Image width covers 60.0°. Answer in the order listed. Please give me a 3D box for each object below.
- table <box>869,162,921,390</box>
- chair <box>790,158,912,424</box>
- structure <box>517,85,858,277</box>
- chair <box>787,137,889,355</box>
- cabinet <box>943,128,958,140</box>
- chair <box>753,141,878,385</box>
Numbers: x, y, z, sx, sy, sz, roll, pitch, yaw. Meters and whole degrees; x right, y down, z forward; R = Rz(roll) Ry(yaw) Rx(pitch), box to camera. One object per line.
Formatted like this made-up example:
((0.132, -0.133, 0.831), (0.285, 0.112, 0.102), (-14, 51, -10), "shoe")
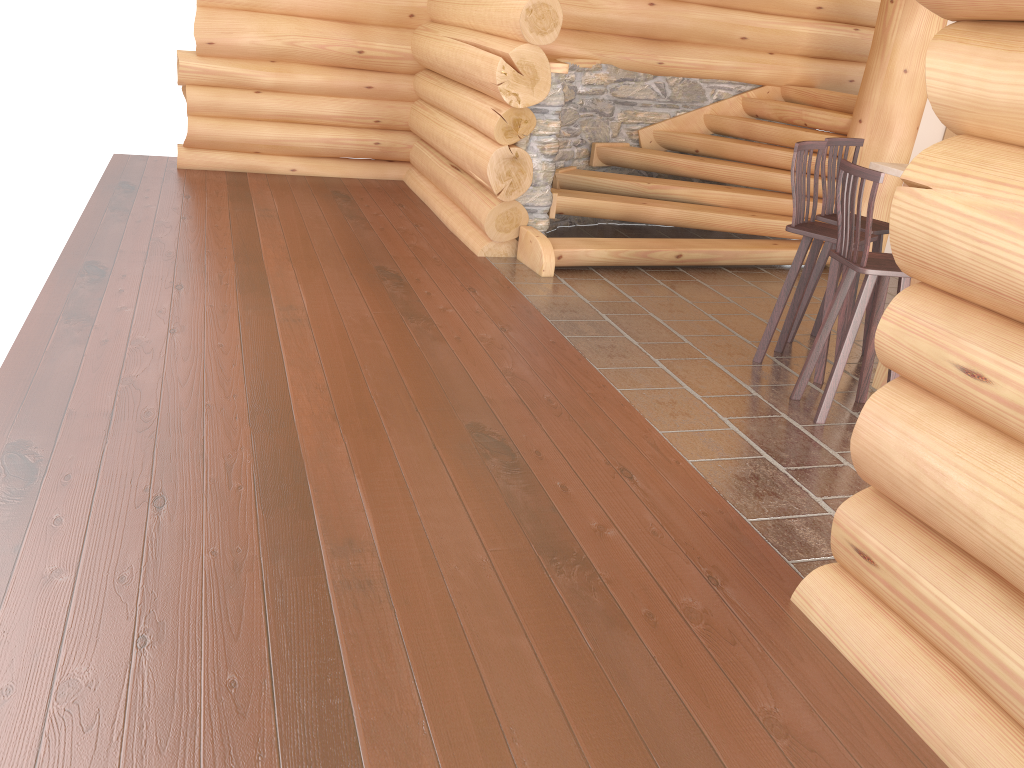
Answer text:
((3.021, -0.069, 4.104), (1.196, 1.257, 3.220), (-1, 24, -18), "table")
((1.847, -0.452, 4.613), (0.504, 1.319, 0.406), (3, 23, -9), "chair")
((1.573, -2.062, 7.959), (3.604, 1.643, 1.951), (-4, 25, -24), "structure")
((2.136, -0.849, 5.635), (0.406, 1.319, 0.504), (-11, 29, -36), "chair")
((4.803, -2.105, 7.938), (1.847, 2.403, 0.670), (-1, 24, -18), "cabinet")
((1.816, -0.721, 5.244), (0.504, 1.319, 0.406), (24, 28, 35), "chair")
